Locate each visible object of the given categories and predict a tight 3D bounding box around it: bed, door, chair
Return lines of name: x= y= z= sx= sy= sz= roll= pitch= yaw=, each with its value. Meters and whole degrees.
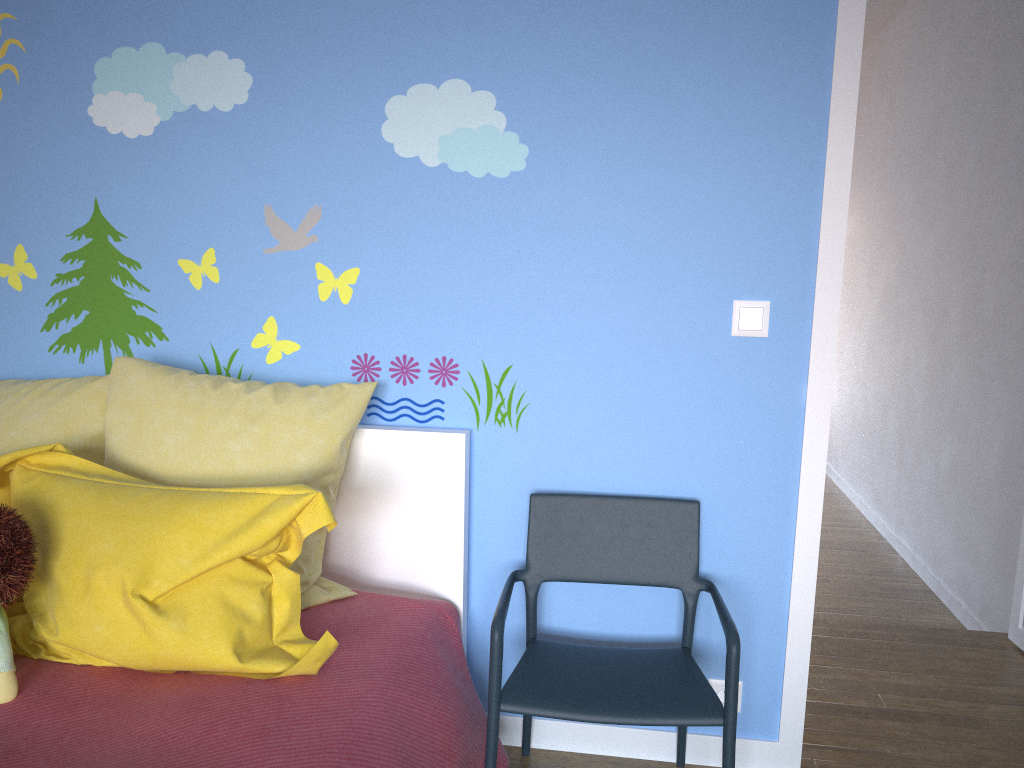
bed: x=-1.042 y=0.613 z=1.148 sx=1.925 sy=0.818 sz=2.299 roll=2 pitch=7 yaw=9
door: x=1.249 y=-0.152 z=2.368 sx=1.032 sy=2.148 sz=0.990 roll=3 pitch=9 yaw=8
chair: x=0.212 y=0.616 z=1.929 sx=0.512 sy=0.680 sz=0.413 roll=2 pitch=9 yaw=5

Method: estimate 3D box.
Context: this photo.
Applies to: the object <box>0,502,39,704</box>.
object: x=-0.931 y=0.365 z=1.480 sx=0.285 sy=0.345 sz=0.250 roll=9 pitch=12 yaw=42

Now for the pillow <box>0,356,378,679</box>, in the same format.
pillow: x=-0.934 y=0.223 z=1.862 sx=1.344 sy=0.536 sz=0.674 roll=3 pitch=8 yaw=10
